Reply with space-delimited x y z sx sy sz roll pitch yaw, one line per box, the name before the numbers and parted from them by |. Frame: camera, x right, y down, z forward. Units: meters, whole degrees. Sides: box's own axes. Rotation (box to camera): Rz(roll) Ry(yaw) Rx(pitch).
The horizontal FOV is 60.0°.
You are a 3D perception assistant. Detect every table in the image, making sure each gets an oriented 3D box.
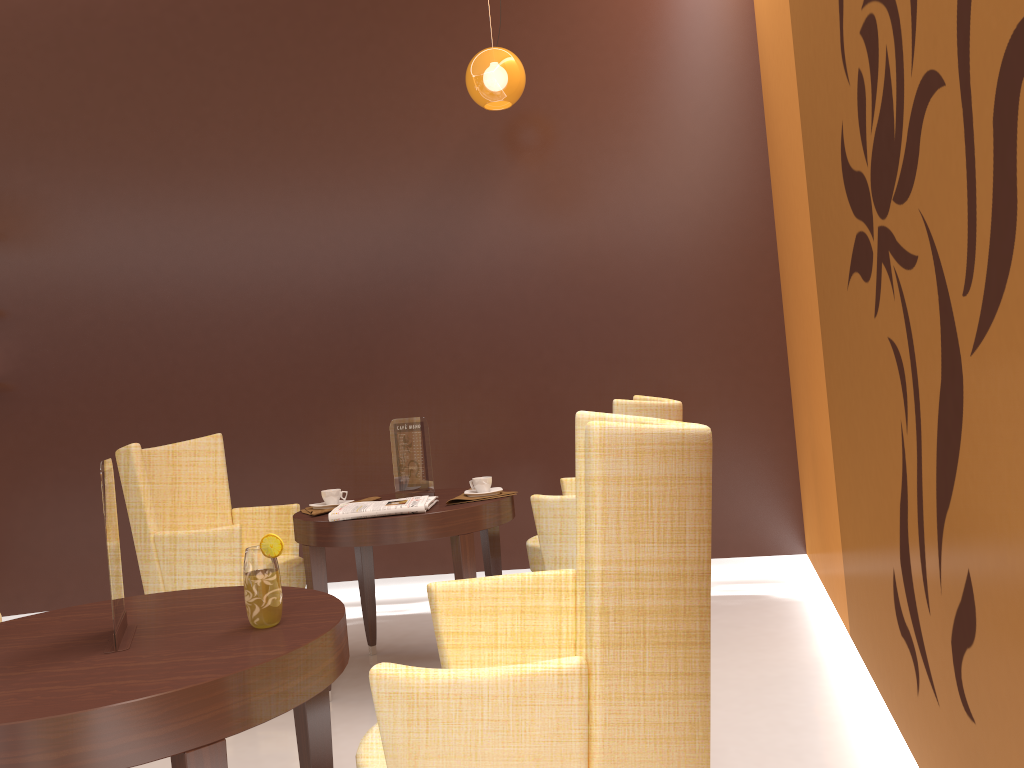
table | -0.398 0.812 3.536 0.874 0.679 0.872 -5 -1 -41
table | -0.721 0.815 1.649 0.872 0.679 0.874 -6 -1 44

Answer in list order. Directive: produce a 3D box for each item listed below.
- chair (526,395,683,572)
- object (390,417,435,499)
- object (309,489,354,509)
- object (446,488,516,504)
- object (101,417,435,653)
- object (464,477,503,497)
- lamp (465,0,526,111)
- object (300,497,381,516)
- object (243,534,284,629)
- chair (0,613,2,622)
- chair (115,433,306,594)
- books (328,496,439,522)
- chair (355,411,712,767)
chair | 0.390 0.571 3.619 0.685 1.017 0.729 -5 -1 12
object | -0.405 0.304 3.574 0.209 0.335 0.042 -6 -1 36
object | -0.726 0.461 3.563 0.153 0.069 0.153 -6 -1 39
object | -0.096 0.432 3.487 0.239 0.021 0.464 -5 -1 9
object | -0.564 0.305 2.589 0.187 0.335 2.090 -5 -1 9
object | -0.114 0.404 3.497 0.153 0.069 0.153 -5 -1 -4
lamp | -0.137 -2.124 4.401 0.299 1.500 0.299 -5 -1 13
object | -0.742 0.492 3.563 0.239 0.021 0.464 -6 -1 27
object | -0.462 0.365 1.649 0.072 0.171 0.067 -5 -1 -30
chair | -1.514 0.721 1.877 0.685 1.017 0.729 -6 -1 30
chair | -1.200 0.716 3.640 0.685 1.017 0.729 -5 -1 10
books | -0.478 0.457 3.284 0.367 0.035 0.345 -5 -1 3
chair | 0.055 0.574 1.606 0.685 1.017 0.729 -5 -1 1
